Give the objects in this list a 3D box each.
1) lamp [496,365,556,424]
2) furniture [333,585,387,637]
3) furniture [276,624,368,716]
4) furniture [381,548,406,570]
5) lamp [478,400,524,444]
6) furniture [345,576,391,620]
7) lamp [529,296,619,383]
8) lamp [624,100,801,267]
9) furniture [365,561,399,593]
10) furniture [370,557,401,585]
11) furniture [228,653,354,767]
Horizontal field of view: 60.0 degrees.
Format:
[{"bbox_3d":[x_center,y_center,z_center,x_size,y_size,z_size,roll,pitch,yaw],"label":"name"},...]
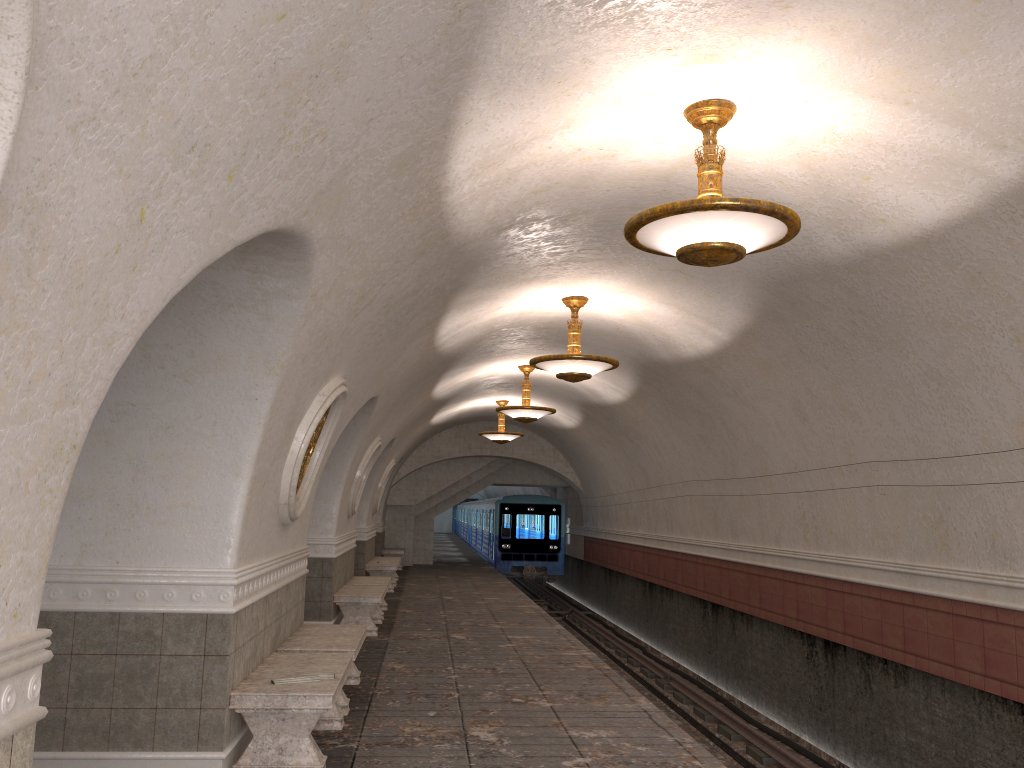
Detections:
[{"bbox_3d":[0.237,0.184,14.741,1.008,0.955,1.008,0,-8,10],"label":"lamp"},{"bbox_3d":[-2.030,3.030,11.918,0.613,0.508,1.509,2,-8,-5],"label":"furniture"},{"bbox_3d":[-1.612,2.430,7.641,0.613,0.508,1.509,2,-8,-5],"label":"furniture"},{"bbox_3d":[-3.211,4.729,24.007,0.613,0.508,1.509,2,-8,-5],"label":"furniture"},{"bbox_3d":[-0.228,0.852,19.502,1.008,0.955,1.008,-5,-11,40],"label":"lamp"},{"bbox_3d":[-2.192,3.263,13.575,0.613,0.508,1.509,2,-8,-5],"label":"furniture"},{"bbox_3d":[0.702,-0.485,9.982,1.008,0.955,1.008,0,-8,10],"label":"lamp"},{"bbox_3d":[1.167,-1.154,5.221,1.008,0.955,1.008,5,-9,-21],"label":"lamp"},{"bbox_3d":[-2.605,3.856,17.795,0.613,0.508,1.509,2,-8,-5],"label":"furniture"},{"bbox_3d":[-2.766,4.089,19.452,0.613,0.508,1.509,2,-8,-5],"label":"furniture"},{"bbox_3d":[-1.451,2.197,5.983,0.613,0.508,1.509,2,-8,-5],"label":"furniture"}]
